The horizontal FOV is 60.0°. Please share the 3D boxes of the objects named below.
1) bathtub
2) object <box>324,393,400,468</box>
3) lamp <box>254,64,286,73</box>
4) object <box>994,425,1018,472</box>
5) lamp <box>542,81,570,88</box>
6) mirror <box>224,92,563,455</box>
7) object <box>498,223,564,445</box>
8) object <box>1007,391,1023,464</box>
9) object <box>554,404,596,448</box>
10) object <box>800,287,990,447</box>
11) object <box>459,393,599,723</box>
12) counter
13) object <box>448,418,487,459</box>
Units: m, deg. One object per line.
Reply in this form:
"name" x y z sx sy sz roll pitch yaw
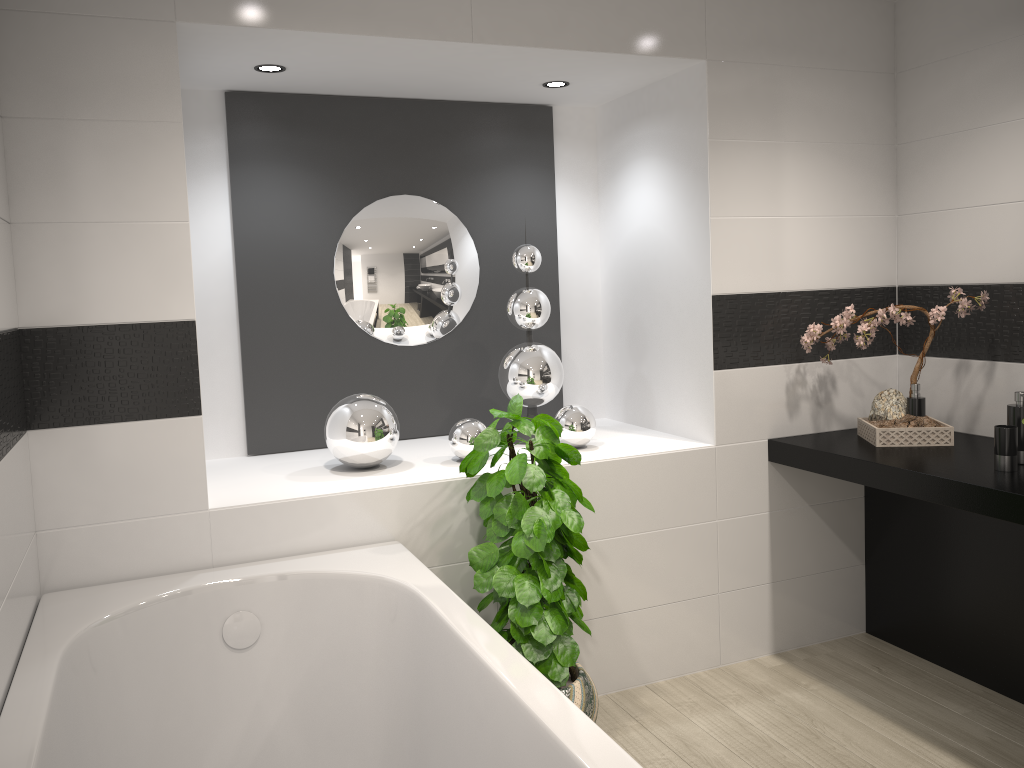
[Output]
"bathtub" -0.394 0.963 1.648 1.009 0.674 2.184 -5 6 -22
"object" -0.526 0.165 3.114 0.260 0.260 0.261 -3 5 -9
"lamp" -0.831 -1.083 3.045 0.106 0.004 0.106 -7 8 -37
"object" 1.503 0.195 2.697 0.063 0.133 0.063 -1 5 12
"lamp" 0.172 -1.169 3.460 0.105 0.004 0.106 2 8 34
"mirror" -0.417 -0.464 3.626 1.362 1.379 0.078 -4 5 -22
"object" 0.069 -0.223 3.529 0.260 0.895 0.261 -3 5 -9
"object" 1.602 0.135 2.788 0.079 0.220 0.079 -5 5 -32
"object" 0.236 0.158 3.341 0.163 0.163 0.163 -3 5 -9
"object" 1.380 -0.069 3.236 0.628 0.559 0.261 -2 5 8
"object" 0.046 0.597 2.738 0.418 1.129 0.439 -1 5 18
"counter" 2.016 0.389 1.729 0.656 0.084 3.852 -5 7 -22
"object" -0.152 0.199 3.173 0.150 0.150 0.150 -3 5 -9
